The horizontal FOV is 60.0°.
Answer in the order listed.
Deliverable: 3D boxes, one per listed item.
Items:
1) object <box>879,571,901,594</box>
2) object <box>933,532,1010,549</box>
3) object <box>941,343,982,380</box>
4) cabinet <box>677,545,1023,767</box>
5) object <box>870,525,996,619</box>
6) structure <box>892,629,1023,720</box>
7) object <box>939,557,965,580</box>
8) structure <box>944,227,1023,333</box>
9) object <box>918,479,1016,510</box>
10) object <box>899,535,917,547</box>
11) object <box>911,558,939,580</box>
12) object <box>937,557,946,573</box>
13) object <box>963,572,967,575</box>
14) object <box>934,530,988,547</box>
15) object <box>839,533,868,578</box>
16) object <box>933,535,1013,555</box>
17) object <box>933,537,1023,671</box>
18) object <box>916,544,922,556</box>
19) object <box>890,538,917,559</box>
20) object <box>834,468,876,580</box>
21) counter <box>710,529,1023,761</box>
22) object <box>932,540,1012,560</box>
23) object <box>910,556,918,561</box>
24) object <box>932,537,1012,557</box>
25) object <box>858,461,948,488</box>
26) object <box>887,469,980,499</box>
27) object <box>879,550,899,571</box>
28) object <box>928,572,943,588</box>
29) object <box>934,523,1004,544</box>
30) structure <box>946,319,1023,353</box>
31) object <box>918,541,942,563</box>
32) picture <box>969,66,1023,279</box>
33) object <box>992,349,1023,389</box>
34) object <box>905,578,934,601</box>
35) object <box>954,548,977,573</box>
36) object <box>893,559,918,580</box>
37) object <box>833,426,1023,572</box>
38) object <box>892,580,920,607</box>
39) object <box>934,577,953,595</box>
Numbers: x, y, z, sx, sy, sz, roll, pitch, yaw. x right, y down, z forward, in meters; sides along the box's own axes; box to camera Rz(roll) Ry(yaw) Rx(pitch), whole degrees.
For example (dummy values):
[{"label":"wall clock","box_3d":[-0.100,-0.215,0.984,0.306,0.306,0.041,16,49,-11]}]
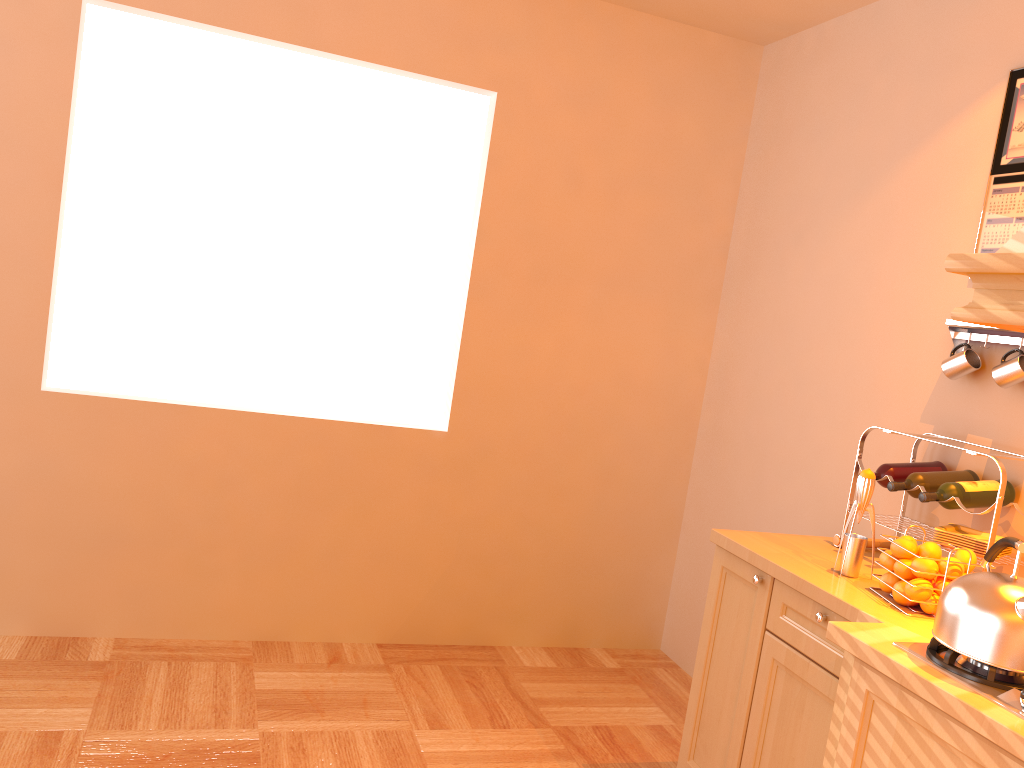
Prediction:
[{"label":"object","box_3d":[0.930,0.485,2.169,0.060,0.057,0.052,12,6,33]},{"label":"object","box_3d":[1.194,0.407,2.297,0.163,0.011,0.172,13,7,40]},{"label":"object","box_3d":[1.286,-0.063,2.536,0.066,0.111,0.103,6,6,-25]},{"label":"cabinet","box_3d":[1.008,1.071,1.349,1.141,0.840,2.850,7,5,-19]},{"label":"object","box_3d":[1.005,0.449,2.124,0.189,0.174,0.207,8,5,-4]},{"label":"structure","box_3d":[1.130,0.587,1.508,0.494,0.051,0.797,7,5,-19]},{"label":"object","box_3d":[1.022,0.429,2.061,0.051,0.053,0.063,13,7,44]},{"label":"structure","box_3d":[0.199,-0.591,0.297,4.091,1.148,1.061,4,7,-45]},{"label":"object","box_3d":[1.196,0.288,2.343,0.282,0.095,0.076,7,5,-19]},{"label":"object","box_3d":[0.969,0.402,2.186,0.052,0.060,0.057,10,5,19]},{"label":"object","box_3d":[0.963,0.431,2.071,0.053,0.052,0.061,4,7,-46]},{"label":"object","box_3d":[1.040,0.442,2.130,0.055,0.051,0.061,11,6,25]},{"label":"object","box_3d":[1.065,0.469,2.088,0.061,0.054,0.053,8,5,-13]},{"label":"object","box_3d":[1.195,0.400,2.297,0.163,0.011,0.172,13,7,40]},{"label":"object","box_3d":[0.890,0.449,2.318,0.060,0.106,0.060,13,6,39]},{"label":"object","box_3d":[1.193,0.413,2.298,0.163,0.011,0.172,13,7,40]},{"label":"object","box_3d":[0.965,0.408,1.723,0.242,0.215,0.251,6,6,-31]},{"label":"object","box_3d":[1.020,0.422,2.191,0.063,0.051,0.053,8,5,-13]},{"label":"object","box_3d":[0.945,0.398,2.139,0.053,0.051,0.063,8,5,-11]},{"label":"object","box_3d":[0.899,0.357,2.324,0.101,0.288,0.088,7,5,-19]},{"label":"counter","box_3d":[1.156,0.621,1.654,0.770,0.038,2.250,7,5,-19]},{"label":"object","box_3d":[1.191,0.426,2.299,0.163,0.011,0.172,13,7,40]},{"label":"object","box_3d":[0.988,0.445,2.162,0.064,0.053,0.051,12,6,34]},{"label":"object","box_3d":[1.192,0.420,2.298,0.163,0.011,0.172,13,7,40]},{"label":"object","box_3d":[1.125,0.258,2.561,0.282,0.095,0.076,7,5,-19]},{"label":"object","box_3d":[1.161,0.273,2.452,0.282,0.095,0.076,7,5,-19]},{"label":"object","box_3d":[0.935,0.437,2.184,0.053,0.051,0.063,9,5,0]},{"label":"object","box_3d":[1.001,0.471,2.089,0.051,0.053,0.062,13,6,39]},{"label":"object","box_3d":[1.196,0.393,2.296,0.163,0.011,0.172,13,7,40]},{"label":"structure","box_3d":[1.358,-0.118,2.416,0.069,0.118,0.405,7,5,-19]},{"label":"object","box_3d":[1.002,0.405,2.126,0.051,0.053,0.063,12,6,32]},{"label":"picture","box_3d":[1.457,-0.581,2.387,0.009,0.605,0.417,7,5,-19]},{"label":"object","box_3d":[1.340,-0.040,2.368,0.066,0.111,0.103,6,6,-25]},{"label":"object","box_3d":[0.942,0.476,2.052,0.061,0.054,0.052,9,5,8]},{"label":"object","box_3d":[1.074,0.419,2.103,0.050,0.060,0.059,12,6,31]},{"label":"object","box_3d":[0.946,0.445,2.124,0.062,0.053,0.052,9,5,3]},{"label":"object","box_3d":[1.175,0.346,2.407,0.221,0.379,0.572,7,5,-19]},{"label":"object","box_3d":[0.943,0.498,2.110,0.074,0.063,0.064,5,6,-38]},{"label":"object","box_3d":[1.011,0.478,2.060,0.061,0.055,0.051,10,5,10]}]
